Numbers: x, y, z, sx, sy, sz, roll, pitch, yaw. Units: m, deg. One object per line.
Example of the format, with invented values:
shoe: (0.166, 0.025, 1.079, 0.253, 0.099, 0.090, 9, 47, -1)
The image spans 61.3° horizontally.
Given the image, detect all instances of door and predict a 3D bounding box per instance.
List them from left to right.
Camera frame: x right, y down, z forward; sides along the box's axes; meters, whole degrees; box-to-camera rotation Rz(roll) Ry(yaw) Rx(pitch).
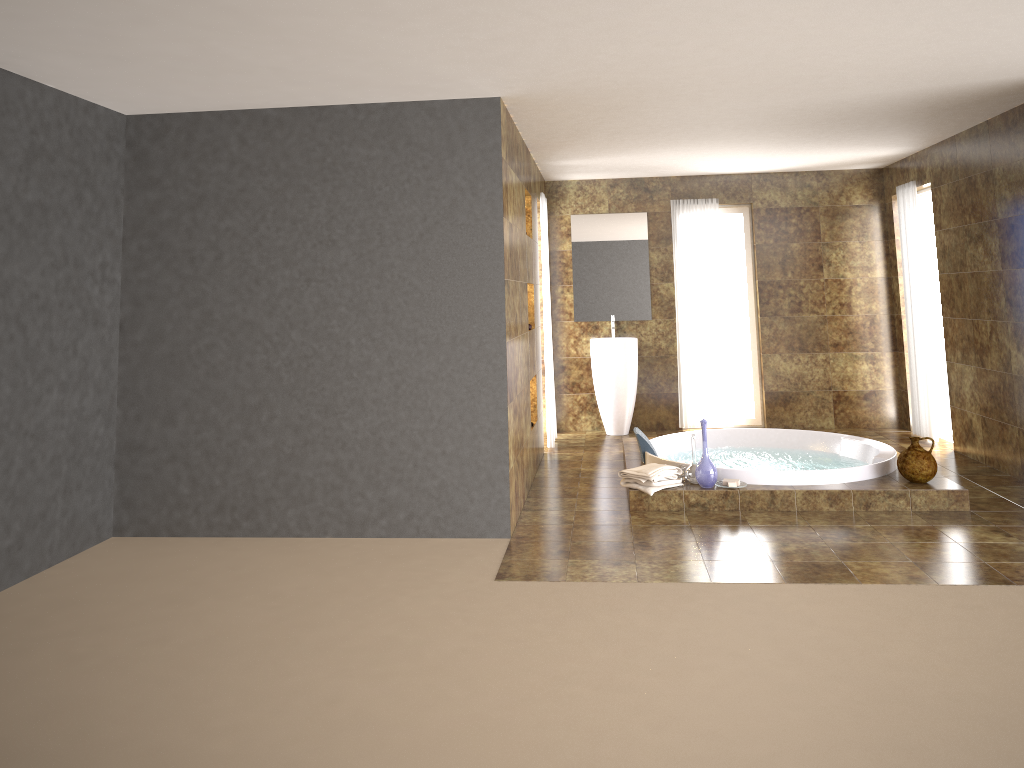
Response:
door: (4.212, -0.647, 7.804, 0.950, 2.254, 0.039, -6, -8, 39)

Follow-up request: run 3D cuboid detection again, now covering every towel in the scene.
towel: (0.872, 0.586, 5.461, 0.321, 0.151, 0.337, -4, 4, -39)

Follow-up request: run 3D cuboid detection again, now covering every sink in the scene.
sink: (0.994, -0.090, 8.336, 0.458, 1.150, 0.429, -2, -6, 9)

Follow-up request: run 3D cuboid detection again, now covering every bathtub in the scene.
bathtub: (1.824, 0.596, 6.218, 1.742, 0.528, 1.750, 2, 6, 37)

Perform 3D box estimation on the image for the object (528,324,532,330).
object: (0.061, -0.558, 6.677, 0.174, 0.288, 0.109, -2, -6, 6)

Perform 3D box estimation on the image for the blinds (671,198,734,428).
blinds: (1.856, -0.715, 8.513, 0.519, 2.293, 0.066, -2, -7, 5)

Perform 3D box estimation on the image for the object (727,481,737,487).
object: (1.349, 0.616, 5.305, 0.053, 0.034, 0.073, -1, 3, 7)

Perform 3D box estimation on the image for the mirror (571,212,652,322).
mirror: (0.992, -1.177, 8.692, 0.767, 1.105, 0.008, -2, -7, 6)

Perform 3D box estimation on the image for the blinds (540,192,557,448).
blinds: (0.335, -0.612, 7.919, 0.068, 2.305, 0.588, -2, -6, 6)

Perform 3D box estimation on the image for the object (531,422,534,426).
object: (0.084, 0.178, 6.559, 0.152, 0.277, 0.149, -2, -4, 6)

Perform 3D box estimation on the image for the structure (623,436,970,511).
structure: (1.826, 0.604, 6.218, 2.002, 0.125, 1.998, -1, 6, 6)

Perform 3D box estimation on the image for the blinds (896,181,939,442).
blinds: (3.578, -0.670, 7.689, 0.069, 2.305, 0.474, -2, -7, 6)

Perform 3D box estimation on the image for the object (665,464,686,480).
object: (1.049, 0.579, 5.649, 0.170, 0.076, 0.169, -2, 4, -13)

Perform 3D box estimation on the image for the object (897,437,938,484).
object: (2.519, 0.470, 5.383, 0.230, 0.278, 0.227, -1, -2, -22)

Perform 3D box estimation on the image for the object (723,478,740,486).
object: (1.364, 0.612, 5.373, 0.100, 0.032, 0.061, 0, 3, 21)

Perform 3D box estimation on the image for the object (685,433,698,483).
object: (1.167, 0.473, 5.531, 0.130, 0.312, 0.128, -3, -5, 14)

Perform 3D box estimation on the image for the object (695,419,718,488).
object: (1.207, 0.430, 5.397, 0.136, 0.425, 0.133, -3, -6, 14)

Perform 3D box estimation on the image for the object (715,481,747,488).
object: (1.360, 0.629, 5.361, 0.190, 0.019, 0.189, -2, 6, -5)
